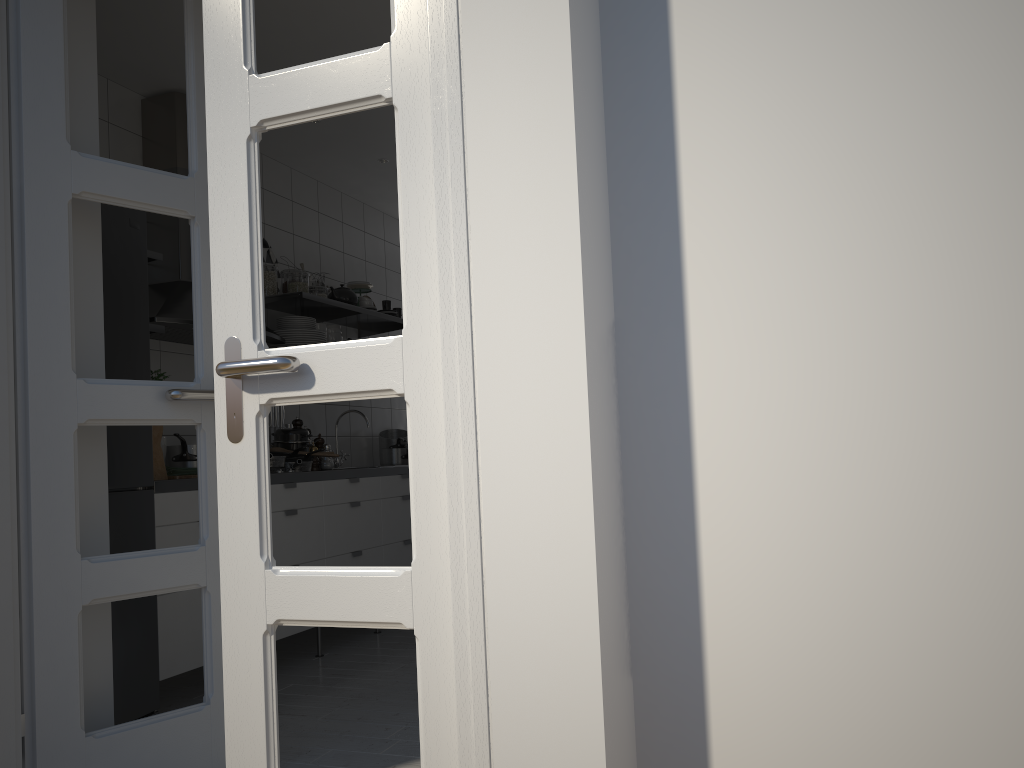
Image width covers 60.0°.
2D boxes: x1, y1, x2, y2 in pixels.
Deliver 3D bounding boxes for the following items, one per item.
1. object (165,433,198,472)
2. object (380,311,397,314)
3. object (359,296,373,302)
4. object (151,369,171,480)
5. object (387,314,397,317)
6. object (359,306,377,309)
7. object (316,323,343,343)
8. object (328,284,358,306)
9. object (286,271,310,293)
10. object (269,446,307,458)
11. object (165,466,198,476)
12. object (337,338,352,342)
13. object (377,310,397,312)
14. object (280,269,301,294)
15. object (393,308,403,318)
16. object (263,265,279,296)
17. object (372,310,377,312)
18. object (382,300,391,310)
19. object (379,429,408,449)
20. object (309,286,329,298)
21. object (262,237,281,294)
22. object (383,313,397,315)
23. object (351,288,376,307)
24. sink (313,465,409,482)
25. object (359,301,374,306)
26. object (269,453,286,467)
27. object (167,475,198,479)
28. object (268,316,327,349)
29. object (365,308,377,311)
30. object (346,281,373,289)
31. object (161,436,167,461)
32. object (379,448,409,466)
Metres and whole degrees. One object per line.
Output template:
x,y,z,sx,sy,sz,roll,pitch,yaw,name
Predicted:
-1.346,0.290,3.735,0.200,0.153,0.348,0,-5,-30,object
-0.753,-0.419,5.348,0.121,0.023,0.121,1,-6,-38,object
-0.846,-0.481,5.149,0.078,0.067,0.083,-5,-5,36,object
-1.387,0.109,3.208,0.282,0.508,0.174,-3,-3,8,object
-0.752,-0.400,5.346,0.121,0.021,0.121,-2,-5,-2,object
-0.846,-0.432,5.145,0.121,0.024,0.121,-4,-5,16,object
-1.065,-0.227,4.975,0.150,0.216,0.310,-4,-4,18,object
-0.943,-0.485,4.945,0.200,0.142,0.178,-1,-4,-28,object
-1.096,-0.504,4.545,0.121,0.130,0.121,-3,-3,7,object
-1.067,0.350,4.332,0.356,0.080,0.246,-5,-5,29,object
-1.271,0.337,3.442,0.142,0.053,0.276,-6,-6,36,object
-0.921,-0.198,4.912,0.102,0.134,0.210,-3,-4,3,object
-0.755,-0.429,5.345,0.121,0.023,0.121,0,-5,-28,object
-1.157,-0.512,4.674,0.121,0.170,0.121,-5,-4,40,object
-0.695,-0.425,5.423,0.070,0.077,0.055,-2,-3,-16,object
-1.259,-0.517,4.550,0.121,0.170,0.121,-5,-4,40,object
-0.844,-0.412,5.147,0.121,0.021,0.121,-5,-5,25,object
-0.760,-0.464,5.342,0.055,0.078,0.070,-5,-4,41,object
-0.752,0.364,5.618,0.203,0.168,0.372,-2,-4,-2,object
-1.031,-0.470,4.688,0.121,0.079,0.121,-3,-4,7,object
-1.350,-0.612,4.690,0.053,0.393,0.395,-4,-4,21,object
-0.753,-0.409,5.346,0.121,0.021,0.121,-5,-5,25,object
-0.923,-0.476,5.470,0.185,0.208,0.159,-4,-3,21,object
-0.766,0.531,5.114,0.488,0.111,0.766,-4,-5,21,sink
-0.845,-0.452,5.147,0.082,0.049,0.079,-2,-4,-6,object
-1.141,0.344,3.958,0.232,0.060,0.352,-3,-5,-1,object
-1.271,0.361,3.447,0.220,0.012,0.330,-4,-5,21,object
-1.123,-0.242,4.626,0.301,0.194,0.306,-4,-4,25,object
-0.844,-0.422,5.148,0.121,0.021,0.121,-5,-5,25,object
-0.940,-0.602,5.474,0.164,0.046,0.163,-1,-5,-20,object
-1.550,0.309,3.641,0.247,0.175,0.248,0,-4,-29,object
-0.679,0.445,5.688,0.348,0.153,0.200,-3,-4,5,object
